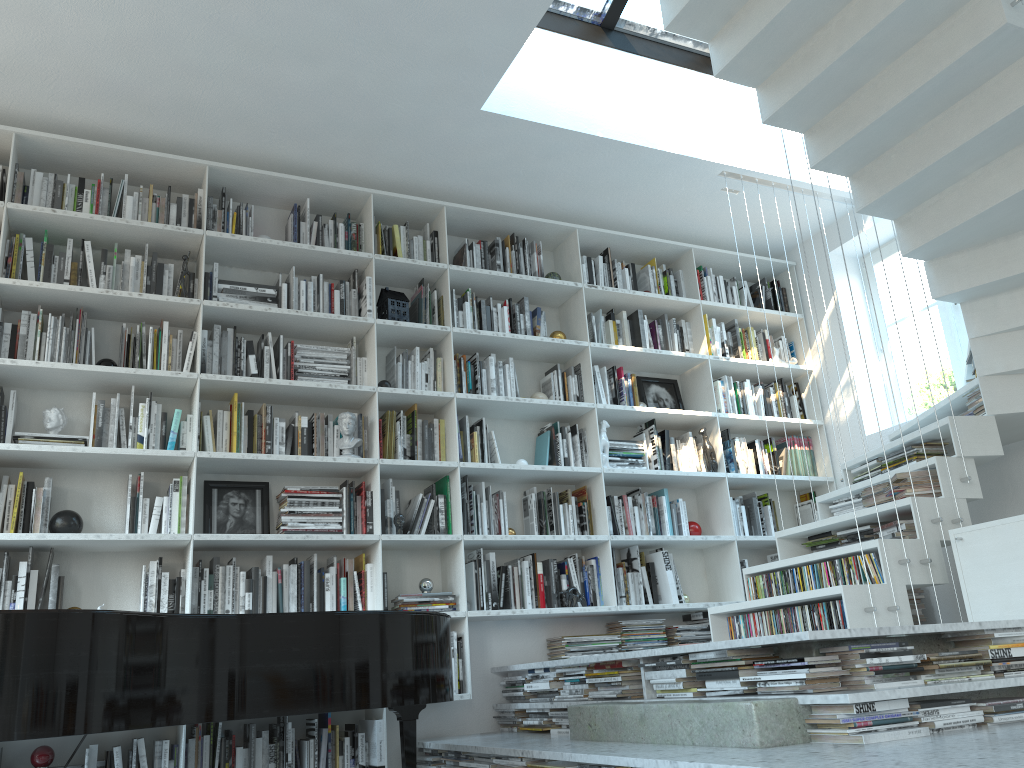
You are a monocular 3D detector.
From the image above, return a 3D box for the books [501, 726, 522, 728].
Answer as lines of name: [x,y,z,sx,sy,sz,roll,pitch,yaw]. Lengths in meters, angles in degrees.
books: [0.054,1.687,4.375,0.144,0.005,0.258,3,-20,-20]

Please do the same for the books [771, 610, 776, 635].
books: [1.173,1.033,3.804,0.125,0.125,0.007,5,-20,-25]

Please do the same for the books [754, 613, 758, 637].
books: [1.124,1.070,3.904,0.125,0.125,0.007,5,-20,-25]

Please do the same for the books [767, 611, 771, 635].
books: [1.160,1.043,3.831,0.125,0.125,0.009,5,-20,-25]

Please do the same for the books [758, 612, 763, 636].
books: [1.137,1.060,3.877,0.125,0.125,0.007,5,-20,-25]

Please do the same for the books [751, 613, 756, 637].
books: [1.118,1.075,3.917,0.125,0.125,0.008,5,-20,-25]

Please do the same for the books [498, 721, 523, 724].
books: [0.051,1.666,4.382,0.170,0.012,0.216,5,-21,-25]

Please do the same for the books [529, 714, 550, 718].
books: [0.189,1.540,4.129,0.137,0.018,0.201,6,-21,-29]

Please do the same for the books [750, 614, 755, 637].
books: [1.115,1.077,3.923,0.125,0.125,0.007,5,-20,-25]

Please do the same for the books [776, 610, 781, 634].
books: [1.186,1.023,3.779,0.125,0.125,0.008,5,-20,-25]

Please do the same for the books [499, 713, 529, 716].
books: [0.047,1.634,4.391,0.159,0.009,0.211,3,-20,-21]

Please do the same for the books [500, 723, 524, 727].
books: [0.062,1.679,4.382,0.147,0.014,0.293,5,-21,-25]

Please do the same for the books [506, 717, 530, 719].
books: [0.050,1.646,4.388,0.152,0.005,0.243,3,-20,-21]

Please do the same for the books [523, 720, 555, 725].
books: [0.174,1.564,4.112,0.180,0.016,0.183,6,-21,-28]

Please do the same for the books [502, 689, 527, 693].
books: [0.085,1.521,4.410,0.179,0.012,0.262,5,-21,-25]

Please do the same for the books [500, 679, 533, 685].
books: [0.076,1.482,4.420,0.171,0.015,0.253,7,-21,-30]

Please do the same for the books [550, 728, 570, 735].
books: [0.299,1.499,3.833,0.189,0.028,0.203,7,-21,-30]

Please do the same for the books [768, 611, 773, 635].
books: [1.164,1.040,3.824,0.125,0.125,0.008,5,-20,-25]

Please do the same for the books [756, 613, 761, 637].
books: [1.131,1.065,3.891,0.125,0.125,0.009,5,-20,-25]

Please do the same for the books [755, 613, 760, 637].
books: [1.127,1.068,3.897,0.125,0.125,0.008,5,-20,-25]

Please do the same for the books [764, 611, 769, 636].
books: [1.154,1.048,3.844,0.125,0.125,0.009,5,-20,-25]

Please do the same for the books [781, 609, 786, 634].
books: [1.199,1.013,3.752,0.125,0.125,0.010,5,-20,-25]

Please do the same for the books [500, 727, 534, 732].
books: [0.055,1.699,4.372,0.163,0.019,0.188,5,-21,-26]

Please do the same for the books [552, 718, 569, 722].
books: [0.310,1.454,3.855,0.156,0.017,0.264,6,-21,-29]

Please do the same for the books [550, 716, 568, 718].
books: [0.305,1.442,3.857,0.178,0.009,0.277,4,-20,-24]

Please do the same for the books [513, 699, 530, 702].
books: [0.104,1.567,4.403,0.134,0.014,0.182,6,-21,-28]

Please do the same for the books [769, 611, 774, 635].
books: [1.167,1.038,3.817,0.125,0.125,0.009,5,-20,-25]

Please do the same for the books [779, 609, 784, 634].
books: [1.192,1.018,3.765,0.125,0.125,0.007,5,-20,-25]

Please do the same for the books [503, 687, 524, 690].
books: [0.090,1.512,4.416,0.156,0.009,0.288,5,-21,-27]

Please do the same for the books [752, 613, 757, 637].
books: [1.121,1.073,3.911,0.125,0.125,0.008,5,-20,-25]

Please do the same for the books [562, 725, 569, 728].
books: [0.322,1.481,3.851,0.138,0.014,0.215,3,-20,-21]

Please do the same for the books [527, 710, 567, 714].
books: [0.183,1.527,4.131,0.144,0.009,0.250,3,-20,-21]

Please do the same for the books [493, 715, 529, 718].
books: [0.040,1.640,4.386,0.184,0.006,0.263,4,-20,-24]

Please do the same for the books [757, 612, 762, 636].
books: [1.134,1.063,3.883,0.125,0.125,0.007,5,-20,-25]

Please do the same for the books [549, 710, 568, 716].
books: [0.300,1.429,3.859,0.181,0.017,0.250,6,-21,-28]

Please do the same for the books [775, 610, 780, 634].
books: [1.183,1.026,3.785,0.125,0.125,0.007,5,-20,-25]

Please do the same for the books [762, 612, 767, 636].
books: [1.147,1.053,3.858,0.125,0.125,0.008,5,-20,-25]

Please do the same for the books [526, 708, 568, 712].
books: [0.184,1.517,4.135,0.149,0.014,0.229,5,-21,-27]

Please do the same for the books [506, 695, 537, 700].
books: [0.091,1.551,4.402,0.163,0.017,0.233,4,-20,-23]

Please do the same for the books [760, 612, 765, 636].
books: [1.144,1.055,3.864,0.125,0.125,0.009,5,-20,-25]

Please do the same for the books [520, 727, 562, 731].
books: [0.170,1.588,4.102,0.187,0.009,0.262,4,-20,-22]

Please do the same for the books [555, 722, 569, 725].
books: [0.315,1.468,3.852,0.161,0.012,0.255,4,-20,-24]

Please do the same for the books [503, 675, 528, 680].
books: [0.084,1.463,4.431,0.159,0.011,0.247,6,-21,-28]

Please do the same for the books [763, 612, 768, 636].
books: [1.150,1.050,3.851,0.125,0.125,0.007,5,-20,-25]

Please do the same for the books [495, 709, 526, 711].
books: [0.041,1.611,4.397,0.174,0.009,0.240,4,-20,-23]

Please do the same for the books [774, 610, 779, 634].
books: [1.180,1.028,3.791,0.125,0.125,0.009,5,-20,-25]

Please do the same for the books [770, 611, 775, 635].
books: [1.170,1.035,3.810,0.125,0.125,0.008,5,-20,-25]

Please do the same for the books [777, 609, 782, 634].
books: [1.189,1.021,3.772,0.125,0.125,0.007,5,-20,-25]

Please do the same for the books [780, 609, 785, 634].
books: [1.196,1.016,3.759,0.125,0.125,0.007,5,-20,-25]

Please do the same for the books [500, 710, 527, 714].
books: [0.048,1.622,4.396,0.152,0.015,0.208,3,-20,-20]

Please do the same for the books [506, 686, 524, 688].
books: [0.097,1.505,4.422,0.145,0.008,0.299,5,-21,-26]

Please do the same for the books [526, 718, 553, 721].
books: [0.185,1.553,4.122,0.159,0.009,0.229,4,-20,-24]

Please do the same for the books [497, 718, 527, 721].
books: [0.053,1.655,4.387,0.159,0.012,0.279,5,-21,-26]

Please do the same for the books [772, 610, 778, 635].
books: [1.176,1.030,3.798,0.125,0.125,0.008,5,-20,-25]

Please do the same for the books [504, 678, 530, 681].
books: [0.085,1.472,4.428,0.167,0.008,0.235,5,-21,-26]

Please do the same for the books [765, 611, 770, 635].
books: [1.157,1.045,3.837,0.125,0.125,0.008,5,-20,-25]

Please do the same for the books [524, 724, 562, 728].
books: [0.186,1.579,4.113,0.160,0.014,0.268,5,-21,-26]

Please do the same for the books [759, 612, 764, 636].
books: [1.141,1.058,3.871,0.125,0.125,0.008,5,-20,-25]
